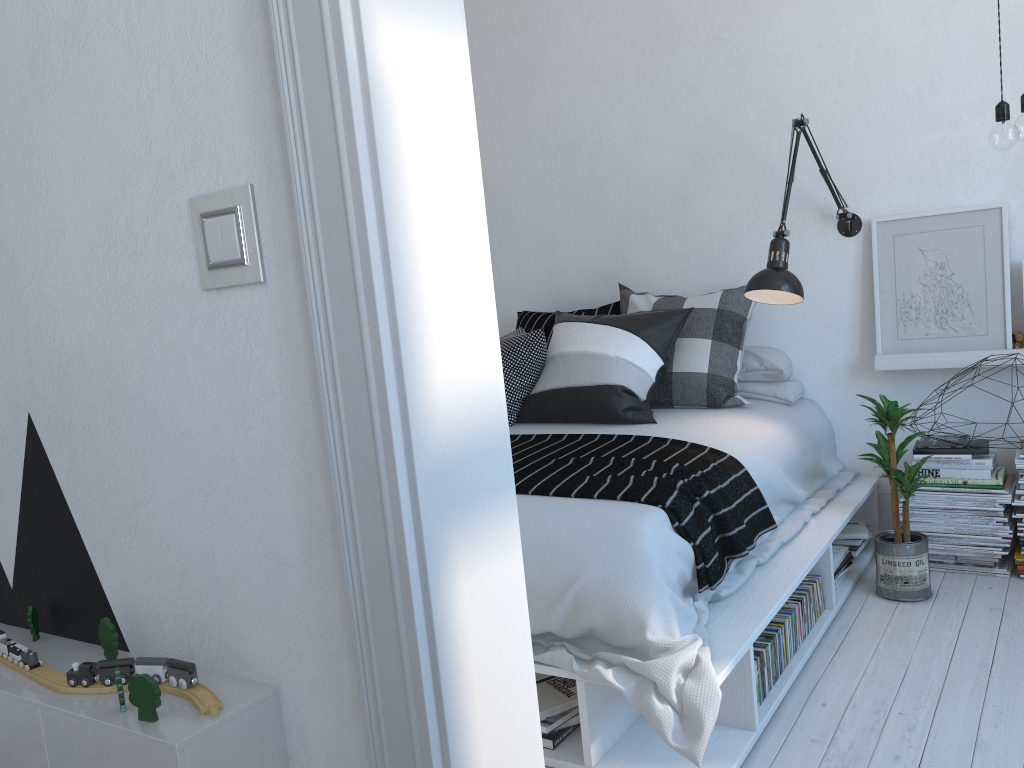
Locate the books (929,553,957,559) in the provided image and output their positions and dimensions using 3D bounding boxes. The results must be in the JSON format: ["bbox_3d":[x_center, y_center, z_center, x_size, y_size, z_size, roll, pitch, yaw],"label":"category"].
[{"bbox_3d":[1.535,0.607,3.256,0.181,0.021,0.125,-2,8,34],"label":"books"}]

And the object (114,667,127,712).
[{"bbox_3d":[-0.560,0.435,1.267,0.007,0.063,0.029,-10,8,-30],"label":"object"}]

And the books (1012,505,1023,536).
[{"bbox_3d":[1.925,0.453,3.020,0.375,0.080,0.303,-2,7,32],"label":"books"}]

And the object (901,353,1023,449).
[{"bbox_3d":[1.639,0.056,3.098,0.316,0.327,0.478,-11,8,-40],"label":"object"}]

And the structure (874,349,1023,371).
[{"bbox_3d":[2.052,-0.109,2.999,1.534,0.056,0.138,-2,8,33],"label":"structure"}]

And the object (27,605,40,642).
[{"bbox_3d":[-0.862,0.430,1.598,0.007,0.063,0.029,-7,7,-4],"label":"object"}]

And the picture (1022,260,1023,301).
[{"bbox_3d":[1.958,-0.276,3.026,0.366,0.329,0.040,-2,8,30],"label":"picture"}]

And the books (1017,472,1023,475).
[{"bbox_3d":[1.895,0.285,2.973,0.339,0.010,0.173,-2,8,34],"label":"books"}]

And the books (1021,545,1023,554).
[{"bbox_3d":[1.943,0.535,3.035,0.354,0.040,0.292,-2,8,34],"label":"books"}]

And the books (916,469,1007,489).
[{"bbox_3d":[1.612,0.337,3.206,0.300,0.009,0.260,-2,7,32],"label":"books"}]

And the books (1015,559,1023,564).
[{"bbox_3d":[1.859,0.593,3.058,0.205,0.013,0.187,-2,8,33],"label":"books"}]

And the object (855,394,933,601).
[{"bbox_3d":[1.291,0.367,2.976,0.201,0.684,0.250,-11,9,-38],"label":"object"}]

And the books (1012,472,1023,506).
[{"bbox_3d":[1.914,0.353,3.014,0.375,0.062,0.289,-2,8,33],"label":"books"}]

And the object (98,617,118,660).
[{"bbox_3d":[-0.653,0.417,1.437,0.037,0.081,0.009,-3,8,27],"label":"object"}]

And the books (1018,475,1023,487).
[{"bbox_3d":[1.919,0.305,3.001,0.351,0.041,0.292,-2,7,31],"label":"books"}]

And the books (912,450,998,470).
[{"bbox_3d":[1.595,0.269,3.196,0.258,0.034,0.176,-2,8,34],"label":"books"}]

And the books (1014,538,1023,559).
[{"bbox_3d":[1.851,0.569,3.043,0.217,0.010,0.212,-2,7,32],"label":"books"}]

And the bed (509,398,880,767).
[{"bbox_3d":[0.044,0.483,3.380,2.284,0.623,2.289,-2,8,33],"label":"bed"}]

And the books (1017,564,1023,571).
[{"bbox_3d":[1.921,0.605,3.015,0.362,0.016,0.187,-3,7,27],"label":"books"}]

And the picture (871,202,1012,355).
[{"bbox_3d":[1.574,-0.366,3.264,0.452,0.537,0.063,-2,8,31],"label":"picture"}]

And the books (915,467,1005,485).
[{"bbox_3d":[1.597,0.327,3.185,0.298,0.019,0.194,-2,7,32],"label":"books"}]

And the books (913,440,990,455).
[{"bbox_3d":[1.576,0.227,3.182,0.242,0.020,0.161,-3,7,28],"label":"books"}]

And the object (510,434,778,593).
[{"bbox_3d":[-0.208,0.382,2.984,2.048,0.322,0.618,-2,8,33],"label":"object"}]

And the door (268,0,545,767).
[{"bbox_3d":[0.457,-0.057,0.862,1.465,2.179,0.504,-4,7,18],"label":"door"}]

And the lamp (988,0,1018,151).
[{"bbox_3d":[0.774,-1.395,2.778,1.381,1.531,0.074,-1,9,38],"label":"lamp"}]

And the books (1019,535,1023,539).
[{"bbox_3d":[1.915,0.500,3.000,0.355,0.007,0.182,-3,7,27],"label":"books"}]

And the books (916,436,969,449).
[{"bbox_3d":[1.558,0.211,3.205,0.158,0.010,0.183,-2,7,31],"label":"books"}]

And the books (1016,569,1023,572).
[{"bbox_3d":[1.930,0.615,3.018,0.357,0.007,0.227,-2,8,35],"label":"books"}]

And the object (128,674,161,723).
[{"bbox_3d":[-0.507,0.433,1.225,0.054,0.067,0.009,-3,7,24],"label":"object"}]

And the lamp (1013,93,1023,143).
[{"bbox_3d":[0.765,-1.379,2.641,1.381,1.531,0.074,-1,9,38],"label":"lamp"}]

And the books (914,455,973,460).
[{"bbox_3d":[1.563,0.245,3.205,0.183,0.019,0.206,-2,7,30],"label":"books"}]

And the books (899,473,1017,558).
[{"bbox_3d":[1.619,0.463,3.228,0.378,0.252,0.303,-2,8,34],"label":"books"}]

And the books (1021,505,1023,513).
[{"bbox_3d":[1.904,0.404,2.986,0.319,0.027,0.208,-2,8,34],"label":"books"}]

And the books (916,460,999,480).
[{"bbox_3d":[1.592,0.302,3.190,0.259,0.029,0.178,-1,8,37],"label":"books"}]

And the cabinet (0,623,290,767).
[{"bbox_3d":[-0.770,0.692,1.517,0.970,0.455,0.182,-2,8,33],"label":"cabinet"}]

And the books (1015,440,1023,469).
[{"bbox_3d":[1.899,0.233,2.994,0.348,0.054,0.294,-2,7,30],"label":"books"}]

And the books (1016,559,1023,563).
[{"bbox_3d":[1.848,0.582,3.044,0.212,0.014,0.203,-3,7,29],"label":"books"}]

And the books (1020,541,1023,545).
[{"bbox_3d":[1.920,0.516,3.003,0.353,0.010,0.217,-3,7,28],"label":"books"}]

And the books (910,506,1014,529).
[{"bbox_3d":[1.634,0.473,3.224,0.336,0.011,0.270,-1,8,36],"label":"books"}]

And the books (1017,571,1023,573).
[{"bbox_3d":[1.950,0.619,3.048,0.346,0.009,0.284,-1,8,39],"label":"books"}]

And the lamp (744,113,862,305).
[{"bbox_3d":[1.040,-0.635,3.219,0.200,0.670,0.686,0,9,42],"label":"lamp"}]

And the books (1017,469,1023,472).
[{"bbox_3d":[1.876,0.280,2.956,0.329,0.007,0.129,-2,8,35],"label":"books"}]

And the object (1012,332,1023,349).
[{"bbox_3d":[1.804,-0.147,3.178,0.035,0.079,0.098,-7,7,-9],"label":"object"}]

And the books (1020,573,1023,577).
[{"bbox_3d":[1.941,0.628,3.048,0.335,0.008,0.270,-2,7,30],"label":"books"}]

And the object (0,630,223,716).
[{"bbox_3d":[-0.788,0.446,1.465,0.902,0.047,0.111,-3,7,28],"label":"object"}]

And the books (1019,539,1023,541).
[{"bbox_3d":[1.918,0.507,3.001,0.354,0.008,0.180,-3,7,28],"label":"books"}]
